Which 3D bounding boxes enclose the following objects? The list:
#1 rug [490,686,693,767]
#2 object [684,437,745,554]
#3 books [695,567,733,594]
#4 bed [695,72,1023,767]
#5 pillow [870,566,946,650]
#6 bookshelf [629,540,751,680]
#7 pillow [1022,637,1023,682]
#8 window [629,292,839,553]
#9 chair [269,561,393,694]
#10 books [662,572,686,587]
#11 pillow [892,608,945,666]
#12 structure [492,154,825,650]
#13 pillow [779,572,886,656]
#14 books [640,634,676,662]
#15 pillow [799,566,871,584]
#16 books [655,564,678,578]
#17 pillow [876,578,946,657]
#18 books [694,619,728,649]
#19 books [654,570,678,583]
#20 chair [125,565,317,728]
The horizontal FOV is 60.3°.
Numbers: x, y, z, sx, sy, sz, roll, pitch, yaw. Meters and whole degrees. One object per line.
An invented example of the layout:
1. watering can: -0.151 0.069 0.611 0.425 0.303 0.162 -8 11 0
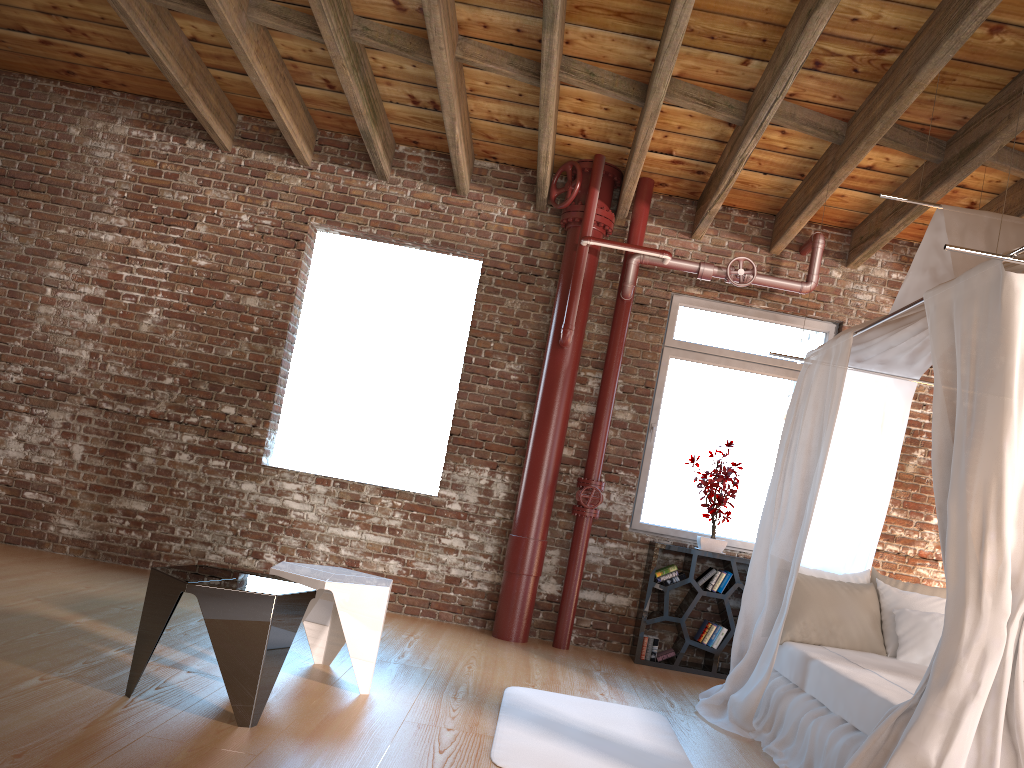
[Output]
1. rug: 0.357 1.570 3.955 0.849 0.007 1.460 10 -7 3
2. object: 1.430 0.772 6.284 0.413 0.837 0.400 11 -3 -4
3. books: 1.413 1.376 6.202 0.241 0.165 0.136 10 -4 0
4. bed: 2.557 0.034 4.145 2.469 3.868 2.711 10 -4 1
5. pillow: 2.349 1.359 5.134 0.625 0.493 0.211 10 -3 -1
6. bookshelf: 1.338 1.610 6.261 0.846 0.842 0.297 10 -3 -1
7. pillow: 2.921 1.491 4.947 0.621 0.431 0.297 10 -4 0
8. window: 1.640 0.311 6.570 1.330 1.842 0.170 10 -3 -1
9. chair: -0.873 1.126 4.102 0.636 0.488 0.521 14 -6 -35
10. books: 1.135 1.371 6.195 0.155 0.113 0.136 10 -5 1
11. pillow: 2.251 1.376 4.753 0.378 0.290 0.220 10 -4 9
12. structure: 0.972 0.200 6.183 1.978 3.452 0.584 11 -3 -1
13. pillow: 1.767 1.279 4.916 0.607 0.413 0.363 11 -4 -3
14. books: 1.021 1.858 6.172 0.247 0.159 0.136 10 -4 0
15. pillow: 1.778 1.270 5.114 0.625 0.491 0.202 10 -3 0
16. books: 1.075 1.312 6.196 0.152 0.109 0.136 10 -5 1
17. pillow: 2.347 1.349 4.930 0.606 0.402 0.353 11 -4 -2
18. books: 1.395 1.755 6.186 0.201 0.180 0.136 10 -4 0
19. books: 1.081 1.349 6.194 0.152 0.109 0.136 10 -5 1
20. chair: -1.118 0.997 3.417 0.598 0.488 0.554 5 -7 44
